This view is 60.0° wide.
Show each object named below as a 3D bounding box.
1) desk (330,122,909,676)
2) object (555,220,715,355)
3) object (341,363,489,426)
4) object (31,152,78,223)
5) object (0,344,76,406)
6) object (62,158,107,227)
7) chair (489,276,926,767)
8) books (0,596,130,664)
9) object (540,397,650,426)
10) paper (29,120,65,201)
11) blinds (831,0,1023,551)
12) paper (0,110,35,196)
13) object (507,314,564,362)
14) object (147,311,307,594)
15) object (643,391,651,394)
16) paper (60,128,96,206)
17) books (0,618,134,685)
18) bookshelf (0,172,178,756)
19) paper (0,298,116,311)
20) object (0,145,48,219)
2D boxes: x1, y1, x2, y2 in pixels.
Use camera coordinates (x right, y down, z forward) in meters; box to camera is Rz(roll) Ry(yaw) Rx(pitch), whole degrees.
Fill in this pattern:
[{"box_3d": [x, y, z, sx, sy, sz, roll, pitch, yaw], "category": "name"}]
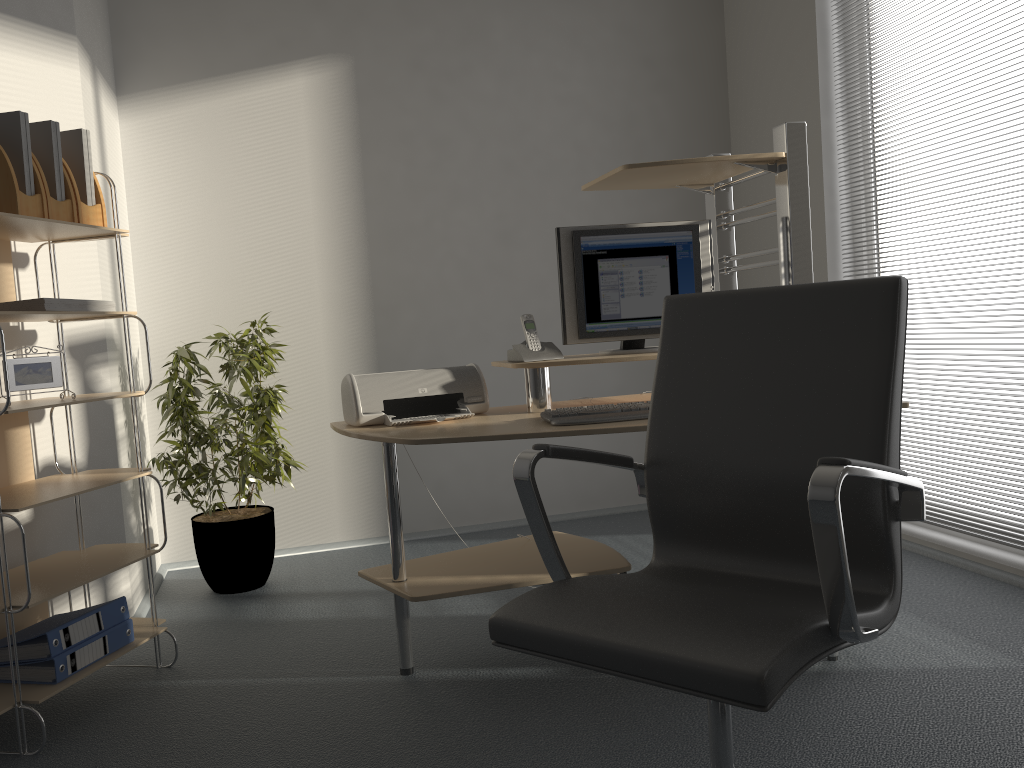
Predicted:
[{"box_3d": [0.226, 0.037, 2.637, 1.469, 1.566, 0.967, -5, 4, -14], "category": "desk"}, {"box_3d": [0.410, -0.315, 2.947, 0.516, 0.418, 0.245, -4, 4, 0], "category": "object"}, {"box_3d": [-0.280, 0.033, 2.754, 0.438, 0.162, 0.351, -5, 4, -22], "category": "object"}, {"box_3d": [-1.397, -0.574, 2.537, 0.243, 0.259, 0.113, -3, 4, 13], "category": "object"}, {"box_3d": [-1.349, -0.027, 2.502, 0.077, 0.161, 0.192, -2, 4, 31], "category": "object"}, {"box_3d": [-1.364, -0.584, 2.657, 0.243, 0.259, 0.113, -3, 4, 16], "category": "object"}, {"box_3d": [0.355, 0.358, 1.543, 0.584, 1.048, 0.652, -1, 5, 41], "category": "chair"}, {"box_3d": [-1.318, 0.707, 2.549, 0.263, 0.100, 0.320, -3, 4, 14], "category": "books"}, {"box_3d": [0.292, 0.086, 2.761, 0.478, 0.082, 0.814, -4, 4, -7], "category": "object"}, {"box_3d": [-1.395, -0.595, 2.556, 0.213, 0.297, 0.045, -3, 4, 13], "category": "paper"}, {"box_3d": [1.717, -0.785, 2.999, 0.037, 2.749, 1.950, -5, 4, -14], "category": "blinds"}, {"box_3d": [-1.420, -0.585, 2.435, 0.213, 0.297, 0.045, -3, 4, 11], "category": "paper"}, {"box_3d": [0.068, -0.150, 2.841, 0.150, 0.151, 0.119, -6, 4, -29], "category": "object"}, {"box_3d": [-1.149, 0.283, 3.673, 0.544, 1.147, 0.644, -3, 4, 14], "category": "object"}, {"box_3d": [0.613, 0.053, 2.874, 0.168, 0.088, 0.742, -5, 4, -12], "category": "object"}, {"box_3d": [-1.361, -0.605, 2.676, 0.213, 0.297, 0.045, -3, 4, 16], "category": "paper"}, {"box_3d": [-1.304, 0.761, 2.550, 0.262, 0.072, 0.320, -3, 4, 14], "category": "books"}, {"box_3d": [-1.357, 0.154, 2.527, 0.381, 1.572, 0.724, -3, 4, 13], "category": "bookshelf"}, {"box_3d": [-1.348, -0.219, 2.593, 0.213, 0.046, 0.297, -3, 4, 13], "category": "paper"}, {"box_3d": [-1.421, -0.564, 2.416, 0.243, 0.259, 0.113, -3, 4, 11], "category": "object"}]
